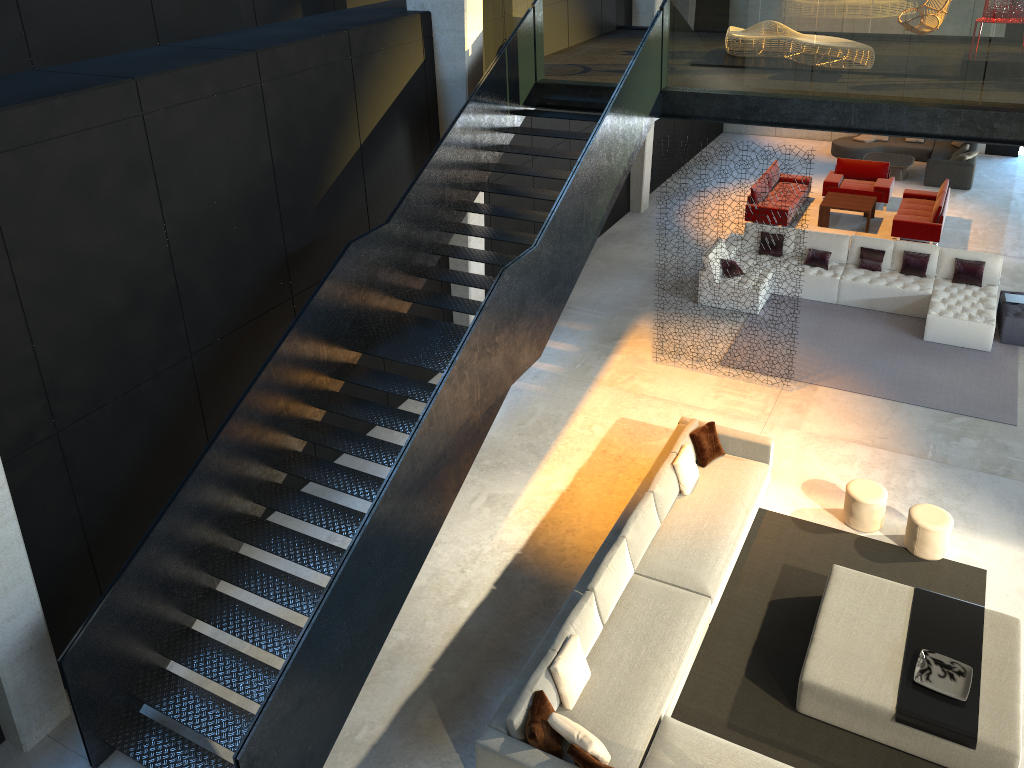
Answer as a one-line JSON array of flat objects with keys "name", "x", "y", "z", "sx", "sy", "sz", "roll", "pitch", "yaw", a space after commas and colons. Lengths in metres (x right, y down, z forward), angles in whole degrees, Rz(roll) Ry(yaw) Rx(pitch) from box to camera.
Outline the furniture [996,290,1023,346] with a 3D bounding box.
[{"name": "furniture", "x": 7.311, "y": -0.950, "z": 12.619, "sx": 0.512, "sy": 0.432, "sz": 1.007, "roll": 9, "pitch": 30, "yaw": 21}]

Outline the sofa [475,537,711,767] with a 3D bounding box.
[{"name": "sofa", "x": 0.747, "y": 2.303, "z": 6.991, "sx": 1.064, "sy": 0.686, "sz": 2.444, "roll": 12, "pitch": 32, "yaw": 25}]

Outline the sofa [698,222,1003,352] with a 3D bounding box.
[{"name": "sofa", "x": 5.185, "y": -1.619, "z": 13.585, "sx": 4.195, "sy": 0.827, "sz": 1.908, "roll": 13, "pitch": 32, "yaw": 26}]

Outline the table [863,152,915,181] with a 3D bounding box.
[{"name": "table", "x": 8.453, "y": -4.887, "z": 19.746, "sx": 1.071, "sy": 0.327, "sz": 1.109, "roll": 12, "pitch": 32, "yaw": 25}]

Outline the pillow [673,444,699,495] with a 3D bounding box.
[{"name": "pillow", "x": 1.810, "y": 0.889, "z": 9.090, "sx": 0.209, "sy": 0.362, "sz": 0.420, "roll": 10, "pitch": 29, "yaw": 25}]

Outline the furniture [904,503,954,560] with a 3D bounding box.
[{"name": "furniture", "x": 4.080, "y": 1.447, "z": 8.597, "sx": 0.402, "sy": 0.380, "sz": 0.421, "roll": 6, "pitch": 28, "yaw": 17}]

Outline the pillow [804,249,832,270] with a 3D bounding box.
[{"name": "pillow", "x": 4.946, "y": -2.024, "z": 14.195, "sx": 0.388, "sy": 0.220, "sz": 0.341, "roll": 12, "pitch": 31, "yaw": 26}]

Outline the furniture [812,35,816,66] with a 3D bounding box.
[{"name": "furniture", "x": 4.053, "y": -4.849, "z": 12.405, "sx": 0.935, "sy": 0.449, "sz": 2.570, "roll": -22, "pitch": 34, "yaw": -32}]

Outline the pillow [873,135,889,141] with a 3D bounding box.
[{"name": "pillow", "x": 8.945, "y": -6.096, "z": 21.317, "sx": 0.429, "sy": 0.295, "sz": 0.343, "roll": 13, "pitch": 31, "yaw": 28}]

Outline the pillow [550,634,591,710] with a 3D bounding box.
[{"name": "pillow", "x": 0.460, "y": 2.224, "z": 6.784, "sx": 0.209, "sy": 0.362, "sz": 0.419, "roll": 11, "pitch": 30, "yaw": 27}]

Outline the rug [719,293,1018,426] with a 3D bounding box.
[{"name": "rug", "x": 5.091, "y": -0.497, "z": 12.418, "sx": 3.667, "sy": 0.019, "sz": 2.769, "roll": 13, "pitch": 33, "yaw": 26}]

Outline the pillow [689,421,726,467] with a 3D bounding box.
[{"name": "pillow", "x": 2.106, "y": 0.646, "z": 9.515, "sx": 0.409, "sy": 0.352, "sz": 0.267, "roll": -23, "pitch": 32, "yaw": -35}]

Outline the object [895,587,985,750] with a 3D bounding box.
[{"name": "object", "x": 3.432, "y": 2.186, "z": 6.988, "sx": 0.541, "sy": 0.082, "sz": 1.541, "roll": 12, "pitch": 32, "yaw": 25}]

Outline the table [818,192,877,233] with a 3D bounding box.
[{"name": "table", "x": 6.507, "y": -3.346, "z": 17.027, "sx": 0.920, "sy": 0.402, "sz": 0.953, "roll": 12, "pitch": 32, "yaw": 26}]

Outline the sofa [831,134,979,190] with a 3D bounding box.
[{"name": "sofa", "x": 8.945, "y": -5.323, "z": 20.254, "sx": 3.224, "sy": 0.541, "sz": 2.954, "roll": 13, "pitch": 32, "yaw": 26}]

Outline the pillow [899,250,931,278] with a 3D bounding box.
[{"name": "pillow", "x": 6.244, "y": -1.858, "z": 13.601, "sx": 0.410, "sy": 0.357, "sz": 0.201, "roll": 12, "pitch": 28, "yaw": 26}]

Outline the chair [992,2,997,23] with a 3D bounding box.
[{"name": "chair", "x": 6.108, "y": -4.556, "z": 10.875, "sx": 0.652, "sy": 0.930, "sz": 0.691, "roll": 11, "pitch": 29, "yaw": 26}]

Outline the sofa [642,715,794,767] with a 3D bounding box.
[{"name": "sofa", "x": 1.922, "y": 2.972, "z": 5.693, "sx": 2.361, "sy": 0.686, "sz": 1.101, "roll": 13, "pitch": 31, "yaw": 26}]

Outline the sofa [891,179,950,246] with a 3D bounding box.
[{"name": "sofa", "x": 7.644, "y": -3.235, "z": 16.367, "sx": 0.824, "sy": 0.772, "sz": 2.055, "roll": 11, "pitch": 31, "yaw": 25}]

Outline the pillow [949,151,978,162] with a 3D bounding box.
[{"name": "pillow", "x": 9.660, "y": -4.837, "z": 18.957, "sx": 0.655, "sy": 0.357, "sz": 0.565, "roll": -23, "pitch": 34, "yaw": -34}]

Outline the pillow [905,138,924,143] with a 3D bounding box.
[{"name": "pillow", "x": 9.649, "y": -5.967, "z": 20.987, "sx": 0.421, "sy": 0.313, "sz": 0.333, "roll": 12, "pitch": 30, "yaw": 26}]

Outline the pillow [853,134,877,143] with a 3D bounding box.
[{"name": "pillow", "x": 8.562, "y": -5.962, "z": 21.306, "sx": 0.416, "sy": 0.128, "sz": 0.435, "roll": -16, "pitch": 31, "yaw": -23}]

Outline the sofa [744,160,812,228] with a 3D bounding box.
[{"name": "sofa", "x": 5.354, "y": -3.789, "z": 17.543, "sx": 0.824, "sy": 0.772, "sz": 2.400, "roll": 11, "pitch": 31, "yaw": 25}]

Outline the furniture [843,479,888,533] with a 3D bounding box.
[{"name": "furniture", "x": 3.617, "y": 1.244, "z": 8.997, "sx": 0.410, "sy": 0.380, "sz": 0.413, "roll": 21, "pitch": 35, "yaw": 38}]

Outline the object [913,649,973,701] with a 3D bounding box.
[{"name": "object", "x": 3.317, "y": 2.244, "z": 6.755, "sx": 0.391, "sy": 0.034, "sz": 0.402, "roll": 15, "pitch": 33, "yaw": 28}]

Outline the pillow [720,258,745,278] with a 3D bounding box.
[{"name": "pillow", "x": 3.474, "y": -1.877, "z": 13.930, "sx": 0.352, "sy": 0.274, "sz": 0.350, "roll": -20, "pitch": 32, "yaw": -30}]

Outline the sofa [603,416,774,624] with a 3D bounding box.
[{"name": "sofa", "x": 1.846, "y": 1.216, "z": 8.869, "sx": 1.064, "sy": 0.686, "sz": 2.444, "roll": 12, "pitch": 32, "yaw": 25}]

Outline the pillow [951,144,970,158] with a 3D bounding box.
[{"name": "pillow", "x": 10.028, "y": -5.193, "z": 19.626, "sx": 0.326, "sy": 0.296, "sz": 0.426, "roll": 13, "pitch": 31, "yaw": 28}]

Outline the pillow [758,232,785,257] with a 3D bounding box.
[{"name": "pillow", "x": 4.317, "y": -2.317, "z": 14.593, "sx": 0.405, "sy": 0.363, "sz": 0.206, "roll": 12, "pitch": 28, "yaw": 26}]

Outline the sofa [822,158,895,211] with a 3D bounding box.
[{"name": "sofa", "x": 7.115, "y": -4.121, "z": 18.007, "sx": 1.297, "sy": 0.773, "sz": 0.853, "roll": 12, "pitch": 30, "yaw": 26}]

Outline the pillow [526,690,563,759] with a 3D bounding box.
[{"name": "pillow", "x": 0.239, "y": 2.493, "z": 6.325, "sx": 0.259, "sy": 0.352, "sz": 0.421, "roll": 1, "pitch": 27, "yaw": 7}]

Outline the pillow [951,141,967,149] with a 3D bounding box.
[{"name": "pillow", "x": 10.481, "y": -5.671, "z": 20.411, "sx": 0.341, "sy": 0.299, "sz": 0.432, "roll": -2, "pitch": 27, "yaw": 1}]

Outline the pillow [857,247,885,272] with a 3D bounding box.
[{"name": "pillow", "x": 5.681, "y": -1.964, "z": 13.899, "sx": 0.388, "sy": 0.317, "sz": 0.228, "roll": 14, "pitch": 30, "yaw": 29}]

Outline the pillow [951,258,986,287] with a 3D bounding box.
[{"name": "pillow", "x": 6.898, "y": -1.685, "z": 13.261, "sx": 0.417, "sy": 0.327, "sz": 0.246, "roll": 12, "pitch": 29, "yaw": 26}]

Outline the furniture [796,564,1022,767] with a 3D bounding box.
[{"name": "furniture", "x": 3.254, "y": 2.286, "z": 7.146, "sx": 1.553, "sy": 0.379, "sz": 1.515, "roll": 13, "pitch": 32, "yaw": 26}]

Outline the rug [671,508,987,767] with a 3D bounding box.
[{"name": "rug", "x": 2.499, "y": 2.346, "z": 7.486, "sx": 2.675, "sy": 0.019, "sz": 3.796, "roll": 13, "pitch": 32, "yaw": 25}]

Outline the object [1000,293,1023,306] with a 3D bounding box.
[{"name": "object", "x": 7.360, "y": -1.177, "z": 12.669, "sx": 0.521, "sy": 0.095, "sz": 0.315, "roll": 10, "pitch": 31, "yaw": 22}]

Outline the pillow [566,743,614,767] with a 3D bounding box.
[{"name": "pillow", "x": 0.581, "y": 2.651, "z": 6.013, "sx": 0.404, "sy": 0.352, "sz": 0.270, "roll": 14, "pitch": 30, "yaw": 30}]

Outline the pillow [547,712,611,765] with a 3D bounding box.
[{"name": "pillow", "x": 0.480, "y": 2.524, "z": 6.242, "sx": 0.412, "sy": 0.337, "sz": 0.271, "roll": 22, "pitch": 35, "yaw": 40}]
